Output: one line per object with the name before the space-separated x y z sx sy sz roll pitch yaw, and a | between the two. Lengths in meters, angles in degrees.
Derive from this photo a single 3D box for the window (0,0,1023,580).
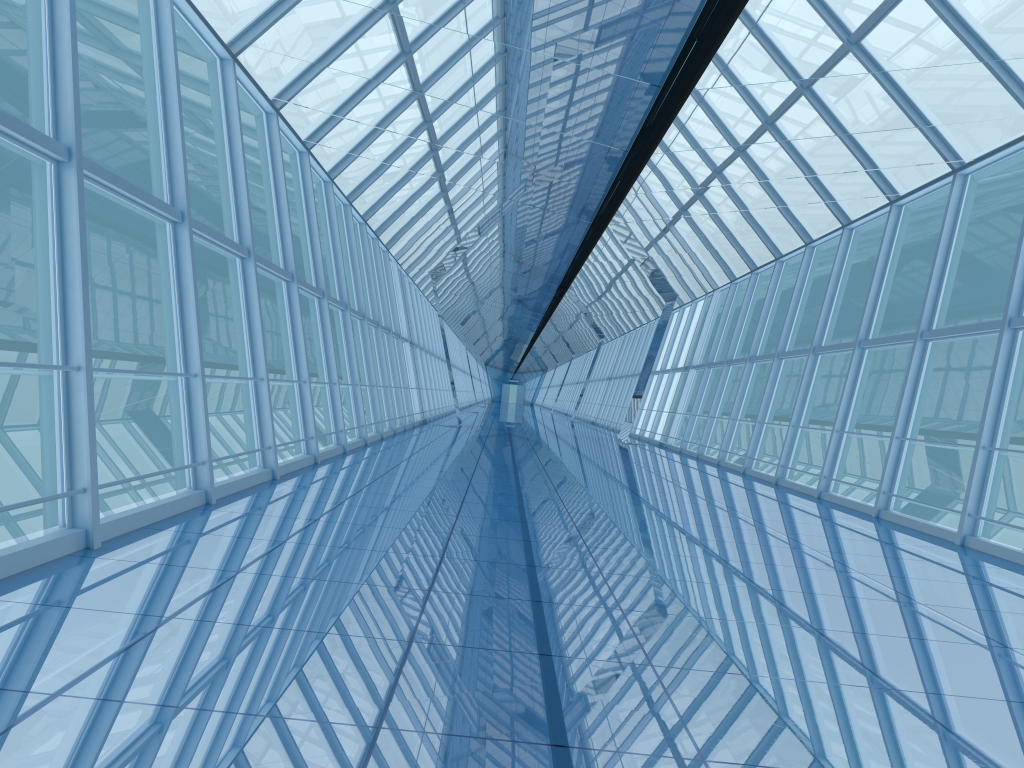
window | 0.787 -0.616 51.935 9.926 4.925 105.657 5 -1 -1
